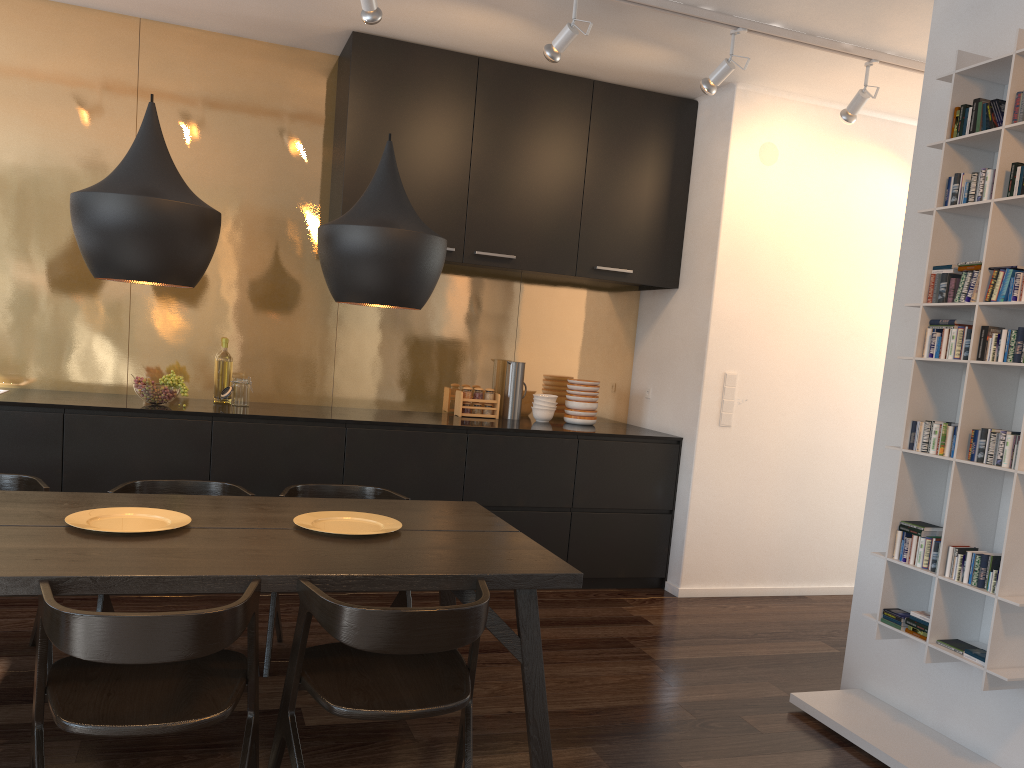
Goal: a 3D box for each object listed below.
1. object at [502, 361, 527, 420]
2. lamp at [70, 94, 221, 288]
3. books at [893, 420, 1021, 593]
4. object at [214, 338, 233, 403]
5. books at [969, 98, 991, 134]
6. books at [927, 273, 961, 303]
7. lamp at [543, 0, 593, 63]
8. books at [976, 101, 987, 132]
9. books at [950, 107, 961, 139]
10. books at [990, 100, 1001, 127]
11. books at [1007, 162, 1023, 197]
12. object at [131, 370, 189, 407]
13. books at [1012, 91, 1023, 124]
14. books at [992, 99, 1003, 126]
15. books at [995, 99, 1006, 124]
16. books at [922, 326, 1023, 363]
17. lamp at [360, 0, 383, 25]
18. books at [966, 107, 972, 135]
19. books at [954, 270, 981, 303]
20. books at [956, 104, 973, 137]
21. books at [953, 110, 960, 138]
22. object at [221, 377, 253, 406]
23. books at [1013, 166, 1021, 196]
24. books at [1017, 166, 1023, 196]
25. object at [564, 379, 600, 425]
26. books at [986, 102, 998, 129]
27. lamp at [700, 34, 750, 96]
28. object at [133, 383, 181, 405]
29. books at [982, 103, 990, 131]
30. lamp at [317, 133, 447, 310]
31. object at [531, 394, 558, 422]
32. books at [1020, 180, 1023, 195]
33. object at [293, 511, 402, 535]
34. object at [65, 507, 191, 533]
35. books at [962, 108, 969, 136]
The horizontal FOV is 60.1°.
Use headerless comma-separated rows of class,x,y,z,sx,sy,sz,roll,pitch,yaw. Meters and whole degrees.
object,0.024,0.039,5.256,0.164,0.342,0.113,3,7,-17
lamp,-1.065,-0.569,2.592,0.411,0.545,0.408,0,7,-43
books,1.525,0.396,2.979,0.122,0.515,0.465,3,5,-20
object,-1.533,-0.073,4.705,0.091,0.342,0.091,10,8,37
books,1.565,-0.884,2.944,0.074,0.116,0.028,3,7,-20
books,1.516,-0.326,3.062,0.096,0.105,0.100,3,5,-20
lamp,0.243,-1.456,3.634,0.249,0.242,0.085,9,7,41
books,1.570,-0.875,2.922,0.074,0.100,0.019,3,7,-20
books,1.538,-0.886,3.026,0.069,0.108,0.016,3,7,-20
books,1.591,-0.870,2.867,0.069,0.099,0.057,3,6,-20
books,1.604,-0.640,2.794,0.069,0.108,0.023,3,7,-20
object,-1.704,0.015,4.277,0.239,0.174,0.176,2,5,-35
books,1.664,-0.746,2.732,0.107,0.335,0.227,3,6,-19
books,1.594,-0.869,2.859,0.069,0.099,0.057,3,6,-20
books,1.597,-0.869,2.850,0.069,0.099,0.057,3,6,-20
books,1.575,-0.128,2.917,0.122,0.113,0.464,3,3,-20
lamp,-0.430,-0.728,4.201,0.089,1.861,1.825,7,5,14
books,1.558,-0.874,2.964,0.070,0.093,0.013,3,7,-20
books,1.556,-0.319,2.948,0.096,0.108,0.113,3,5,-20
books,1.544,-0.884,2.993,0.069,0.108,0.023,3,7,-20
books,1.539,-0.878,3.011,0.070,0.093,0.013,3,7,-20
object,-1.423,0.036,4.590,0.177,0.153,0.087,1,7,-42
books,1.613,-0.631,2.779,0.070,0.093,0.013,3,7,-20
books,1.616,-0.629,2.766,0.070,0.093,0.013,3,7,-20
object,0.419,0.109,5.321,0.198,0.266,0.196,0,7,-45
books,1.584,-0.868,2.883,0.070,0.092,0.045,3,6,-20
lamp,0.950,-1.406,3.891,0.085,0.242,0.249,-1,7,-44
object,-1.722,0.051,4.290,0.218,0.097,0.218,7,4,28
books,1.577,-0.870,2.905,0.070,0.094,0.028,3,7,-20
lamp,-0.409,-0.522,2.828,0.409,0.545,0.409,8,6,28
object,0.191,0.144,5.270,0.157,0.161,0.153,6,5,8
books,1.621,-0.629,2.750,0.070,0.094,0.019,3,7,-20
object,-0.544,0.466,2.936,0.356,0.017,0.353,4,3,-16
object,-1.171,0.421,2.710,0.356,0.017,0.353,3,3,-39
books,1.552,-0.875,2.977,0.070,0.093,0.013,3,7,-20
